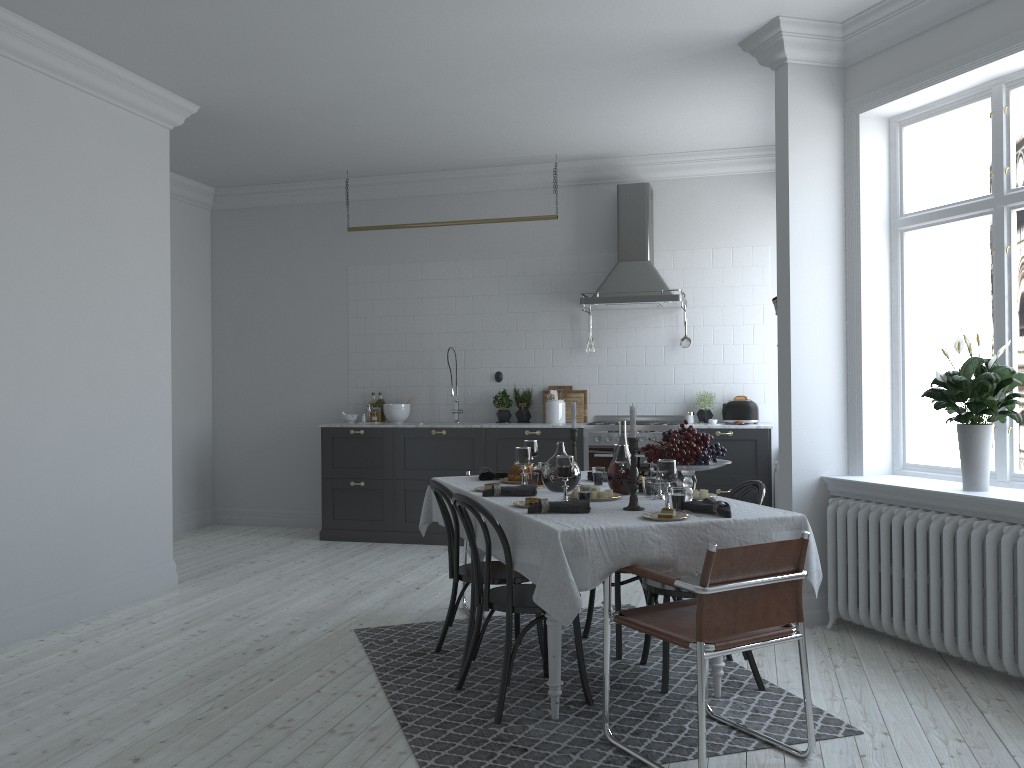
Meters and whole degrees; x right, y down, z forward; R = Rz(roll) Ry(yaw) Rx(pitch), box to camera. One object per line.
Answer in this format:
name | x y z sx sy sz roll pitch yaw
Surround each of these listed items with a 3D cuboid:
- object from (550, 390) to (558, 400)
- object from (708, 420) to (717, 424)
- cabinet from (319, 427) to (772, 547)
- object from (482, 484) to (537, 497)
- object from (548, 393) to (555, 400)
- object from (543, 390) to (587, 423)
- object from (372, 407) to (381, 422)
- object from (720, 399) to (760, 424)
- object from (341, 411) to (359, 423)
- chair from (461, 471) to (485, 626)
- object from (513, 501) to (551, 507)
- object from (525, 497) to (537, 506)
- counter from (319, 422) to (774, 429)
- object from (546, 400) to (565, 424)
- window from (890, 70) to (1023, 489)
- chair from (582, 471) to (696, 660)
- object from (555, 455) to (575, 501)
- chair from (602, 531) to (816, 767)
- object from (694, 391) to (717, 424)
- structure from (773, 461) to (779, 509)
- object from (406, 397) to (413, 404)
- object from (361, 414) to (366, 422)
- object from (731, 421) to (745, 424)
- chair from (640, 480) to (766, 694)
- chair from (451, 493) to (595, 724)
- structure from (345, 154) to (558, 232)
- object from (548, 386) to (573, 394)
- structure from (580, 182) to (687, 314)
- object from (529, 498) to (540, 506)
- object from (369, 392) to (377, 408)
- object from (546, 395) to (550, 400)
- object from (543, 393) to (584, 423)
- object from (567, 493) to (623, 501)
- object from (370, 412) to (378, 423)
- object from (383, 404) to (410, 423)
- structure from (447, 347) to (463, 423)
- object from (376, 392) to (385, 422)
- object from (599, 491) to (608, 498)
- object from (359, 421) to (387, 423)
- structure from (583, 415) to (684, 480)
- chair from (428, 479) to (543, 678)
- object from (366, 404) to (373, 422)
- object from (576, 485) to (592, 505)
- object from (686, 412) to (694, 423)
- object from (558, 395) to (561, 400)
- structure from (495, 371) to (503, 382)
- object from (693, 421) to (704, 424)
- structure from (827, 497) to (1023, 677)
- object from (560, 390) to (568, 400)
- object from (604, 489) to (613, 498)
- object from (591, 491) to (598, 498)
object | 0.384 0.197 7.821 0.064 0.290 0.141 0 0 -11
object | 1.625 0.309 7.175 0.072 0.040 0.070 -1 0 7
cabinet | 0.239 0.873 7.708 3.897 1.012 0.646 -1 0 15
object | 0.003 0.500 4.172 0.247 0.061 0.165 0 0 -36
object | 0.338 0.212 7.792 0.054 0.262 0.149 0 0 -10
object | 0.476 0.202 7.961 0.400 0.290 0.030 -1 0 15
object | -1.274 0.291 8.338 0.077 0.141 0.044 -1 0 15
object | 1.913 0.228 7.456 0.326 0.207 0.219 -1 0 20
object | -1.512 0.311 8.314 0.159 0.110 0.172 -1 0 10
chair | 0.009 0.956 5.275 0.546 0.837 0.593 0 0 -13
object | 0.095 0.520 3.822 0.182 0.013 0.182 -1 0 30
object | 0.084 0.507 3.830 0.057 0.037 0.021 -1 0 -4
counter | 0.236 0.357 7.721 3.902 0.020 0.624 -1 0 15
object | 0.383 0.243 7.810 0.174 0.208 0.174 -1 0 11
window | 2.588 -0.508 4.114 0.061 2.080 2.079 0 0 -22
chair | 0.684 0.911 4.655 0.564 0.909 0.463 0 0 -22
object | 0.230 0.419 3.830 0.083 0.215 0.083 -1 0 20
chair | 0.713 0.942 3.272 0.546 0.837 0.593 0 0 -30
object | 1.638 0.192 7.528 0.210 0.283 0.220 -1 0 28
structure | 2.064 1.005 6.541 0.245 0.753 1.673 -1 0 15
object | -1.004 0.234 8.247 0.209 0.232 0.042 0 0 -34
object | -1.379 0.320 8.249 0.046 0.084 0.046 -1 0 2
object | 1.836 0.314 7.196 0.074 0.031 0.119 0 0 -42
chair | 0.888 0.907 4.114 0.564 0.909 0.463 -1 0 -7
chair | 0.023 0.914 3.853 0.564 0.909 0.463 0 0 -27
structure | -0.566 -1.683 7.872 1.988 0.556 0.053 -1 0 15
object | 0.432 0.182 7.940 0.220 0.330 0.041 -1 0 15
structure | 1.035 -1.158 7.534 0.843 1.079 0.567 -1 0 15
object | 0.102 0.507 3.793 0.051 0.039 0.036 0 0 -35
object | -1.313 0.221 8.406 0.066 0.282 0.066 -1 0 10
object | 0.351 0.217 7.813 0.117 0.251 0.061 -1 0 45
object | 0.458 0.216 7.908 0.360 0.261 0.053 -1 0 15
object | 0.381 0.517 4.059 0.251 0.018 0.251 -1 0 15
object | -1.280 0.311 8.233 0.078 0.101 0.078 -1 0 44
object | -1.070 0.274 8.234 0.247 0.175 0.247 -1 0 29
structure | -0.530 0.010 8.007 0.100 0.692 0.266 -1 0 15
object | -1.236 0.221 8.380 0.089 0.282 0.082 -1 0 15
object | 0.402 0.505 4.029 0.040 0.039 0.077 0 0 -15
object | -1.301 0.359 8.309 0.180 0.008 0.272 -1 0 15
structure | 1.043 0.823 7.489 0.779 1.096 0.651 -1 0 15
chair | -0.130 0.918 4.403 0.564 0.909 0.463 0 0 -22
object | -1.331 0.276 8.281 0.059 0.172 0.059 0 0 -43
object | 0.306 0.477 3.755 0.066 0.094 0.066 -1 0 4
object | 1.521 0.287 7.574 0.072 0.095 0.072 0 0 -30
object | 0.419 0.218 7.843 0.050 0.247 0.114 0 0 -20
structure | -0.124 -0.066 8.125 0.079 0.103 0.032 -1 0 15
object | 1.567 0.325 7.469 0.091 0.018 0.062 -1 0 13
structure | 2.131 0.996 4.201 0.245 0.753 1.710 0 0 -22
object | 0.426 0.196 7.838 0.131 0.296 0.056 -1 0 -5
object | 0.441 0.502 4.076 0.039 0.040 0.077 -1 0 -5
object | 0.348 0.504 4.008 0.077 0.040 0.040 -1 0 34
